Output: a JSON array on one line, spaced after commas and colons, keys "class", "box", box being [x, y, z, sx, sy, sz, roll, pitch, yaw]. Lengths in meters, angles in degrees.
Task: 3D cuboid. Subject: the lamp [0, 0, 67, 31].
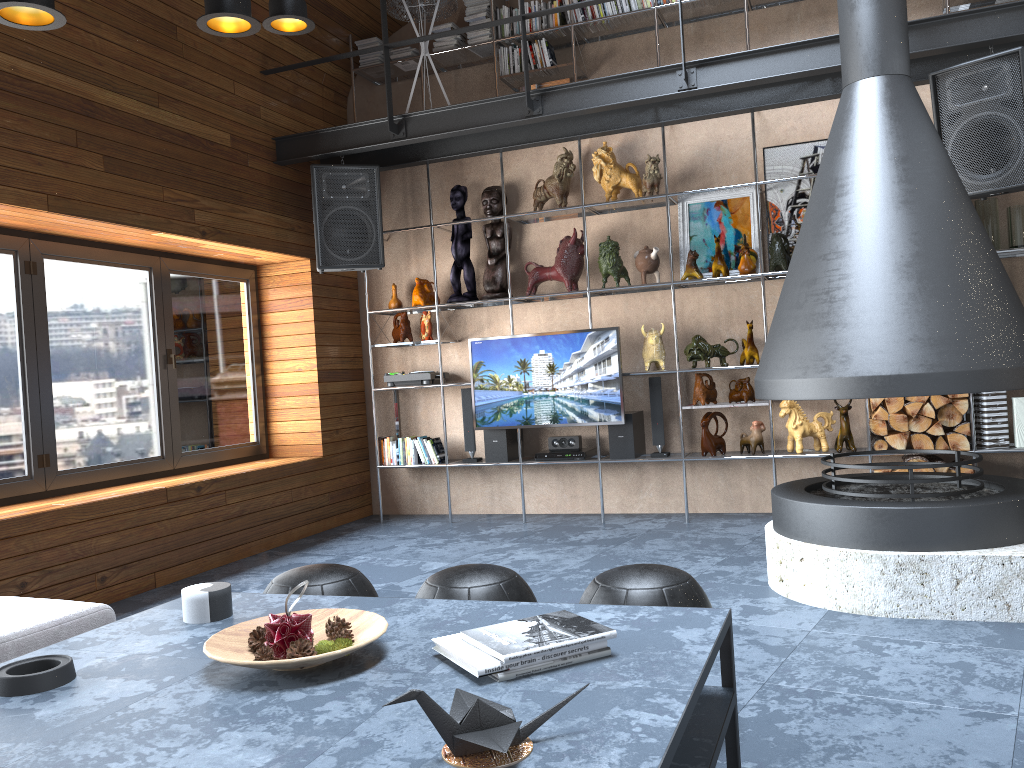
[{"class": "lamp", "box": [-1.512, -2.096, 2.641, 0.210, 2.003, 0.210, -4, 1, -32]}]

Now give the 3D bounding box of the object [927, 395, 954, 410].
[{"class": "object", "box": [2.576, 0.095, 5.341, 0.128, 0.107, 0.329, -3, 1, 21]}]

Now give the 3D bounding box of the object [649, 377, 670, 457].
[{"class": "object", "box": [0.979, 0.218, 5.941, 0.112, 0.533, 0.112, -3, 0, 21]}]

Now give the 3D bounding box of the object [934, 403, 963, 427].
[{"class": "object", "box": [2.623, 0.184, 5.348, 0.143, 0.143, 0.286, -3, 1, 20]}]

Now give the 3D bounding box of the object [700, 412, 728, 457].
[{"class": "object", "box": [1.312, 0.326, 5.804, 0.249, 0.290, 0.114, -4, 1, -44]}]

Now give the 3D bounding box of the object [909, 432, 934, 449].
[{"class": "object", "box": [2.468, 0.339, 5.371, 0.135, 0.114, 0.299, -3, 1, 19]}]

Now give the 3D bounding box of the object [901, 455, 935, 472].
[{"class": "object", "box": [2.453, 0.490, 5.365, 0.164, 0.128, 0.321, -3, 1, 20]}]

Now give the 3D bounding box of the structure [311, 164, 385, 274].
[{"class": "structure", "box": [-1.158, -1.124, 6.100, 0.461, 0.735, 0.488, -4, 0, -19]}]

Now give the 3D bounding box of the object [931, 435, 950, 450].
[{"class": "object", "box": [2.580, 0.345, 5.354, 0.087, 0.095, 0.303, -3, 1, 20]}]

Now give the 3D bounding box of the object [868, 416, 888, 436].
[{"class": "object", "box": [2.249, 0.255, 5.463, 0.110, 0.109, 0.321, -3, 1, 21]}]

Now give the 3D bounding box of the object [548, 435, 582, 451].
[{"class": "object", "box": [0.372, 0.416, 6.201, 0.223, 0.101, 0.080, -3, 1, 21]}]

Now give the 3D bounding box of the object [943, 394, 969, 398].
[{"class": "object", "box": [2.634, 0.021, 5.299, 0.135, 0.114, 0.299, -3, 1, 19]}]

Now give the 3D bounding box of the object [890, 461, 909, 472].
[{"class": "object", "box": [2.351, 0.538, 5.424, 0.128, 0.107, 0.329, -3, 1, 21]}]

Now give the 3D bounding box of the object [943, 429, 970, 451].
[{"class": "object", "box": [2.652, 0.331, 5.296, 0.126, 0.112, 0.287, -3, 1, 20]}]

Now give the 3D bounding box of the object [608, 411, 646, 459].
[{"class": "object", "box": [0.784, 0.347, 6.072, 0.175, 0.303, 0.343, -3, 1, 21]}]

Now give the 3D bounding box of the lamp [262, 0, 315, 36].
[{"class": "lamp", "box": [-0.965, -2.253, 3.635, 0.210, 1.565, 0.210, -4, 1, -32]}]

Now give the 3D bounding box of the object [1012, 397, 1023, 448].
[{"class": "object", "box": [2.997, 0.220, 5.143, 0.148, 0.287, 0.092, -3, 0, 21]}]

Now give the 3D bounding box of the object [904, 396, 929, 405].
[{"class": "object", "box": [2.469, 0.059, 5.400, 0.164, 0.128, 0.321, -3, 1, 20]}]

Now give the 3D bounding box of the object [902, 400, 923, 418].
[{"class": "object", "box": [2.414, 0.150, 5.380, 0.107, 0.098, 0.330, -4, 1, 17]}]

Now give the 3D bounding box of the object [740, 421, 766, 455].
[{"class": "object", "box": [1.535, 0.345, 5.718, 0.119, 0.220, 0.212, -4, 1, -35]}]

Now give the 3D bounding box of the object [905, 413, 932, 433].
[{"class": "object", "box": [2.444, 0.226, 5.372, 0.147, 0.118, 0.288, -3, 1, 17]}]

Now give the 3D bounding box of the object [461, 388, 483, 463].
[{"class": "object", "box": [-0.302, 0.296, 6.425, 0.112, 0.533, 0.112, -3, 0, 21]}]

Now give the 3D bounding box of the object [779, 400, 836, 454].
[{"class": "object", "box": [1.871, 0.251, 5.616, 0.375, 0.363, 0.170, -4, 0, -14]}]

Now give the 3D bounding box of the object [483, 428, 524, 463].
[{"class": "object", "box": [-0.059, 0.398, 6.391, 0.175, 0.303, 0.343, -3, 1, 21]}]

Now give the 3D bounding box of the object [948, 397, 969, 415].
[{"class": "object", "box": [2.659, 0.118, 5.310, 0.111, 0.121, 0.310, -3, 1, 20]}]

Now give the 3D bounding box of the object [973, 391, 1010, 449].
[{"class": "object", "box": [2.822, 0.202, 5.224, 0.139, 0.347, 0.140, -4, 0, 1]}]

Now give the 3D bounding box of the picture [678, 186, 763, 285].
[{"class": "picture", "box": [1.392, -0.995, 5.938, 0.544, 0.625, 0.136, -3, 0, 21]}]

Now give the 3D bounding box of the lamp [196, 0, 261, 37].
[{"class": "lamp", "box": [-1.025, -2.176, 3.018, 0.210, 1.911, 0.210, -4, 1, -32]}]

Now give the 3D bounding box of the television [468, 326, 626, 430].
[{"class": "television", "box": [0.233, -0.027, 6.001, 1.075, 0.638, 0.115, -3, 0, 21]}]

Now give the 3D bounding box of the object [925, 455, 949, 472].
[{"class": "object", "box": [2.560, 0.505, 5.346, 0.099, 0.131, 0.309, -4, 1, 17]}]

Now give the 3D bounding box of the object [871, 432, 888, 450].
[{"class": "object", "box": [2.269, 0.355, 5.485, 0.103, 0.110, 0.312, -4, 1, 17]}]

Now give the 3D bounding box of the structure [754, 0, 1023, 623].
[{"class": "structure", "box": [1.801, -1.978, 3.832, 1.689, 5.700, 1.197, -3, 0, 21]}]

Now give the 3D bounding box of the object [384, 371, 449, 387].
[{"class": "object", "box": [-0.718, -0.045, 6.602, 0.404, 0.114, 0.320, -3, 1, 21]}]

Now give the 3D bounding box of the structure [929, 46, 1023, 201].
[{"class": "structure", "box": [2.557, -1.348, 4.697, 0.506, 0.744, 0.460, -4, 1, -44]}]

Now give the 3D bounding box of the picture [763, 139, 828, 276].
[{"class": "picture", "box": [1.923, -1.148, 5.763, 0.529, 0.863, 0.090, -3, 0, 21]}]

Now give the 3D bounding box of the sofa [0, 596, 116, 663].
[{"class": "sofa", "box": [-1.049, 0.738, 1.425, 4.035, 0.693, 2.205, -3, 1, 21]}]

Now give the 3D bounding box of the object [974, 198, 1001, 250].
[{"class": "object", "box": [2.794, -0.926, 5.209, 0.122, 0.313, 0.122, -3, 1, 41]}]

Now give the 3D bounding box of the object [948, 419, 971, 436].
[{"class": "object", "box": [2.676, 0.260, 5.311, 0.095, 0.088, 0.303, -3, 1, 19]}]

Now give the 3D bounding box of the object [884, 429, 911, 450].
[{"class": "object", "box": [2.352, 0.341, 5.421, 0.154, 0.131, 0.362, -3, 1, 21]}]

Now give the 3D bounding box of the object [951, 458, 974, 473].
[{"class": "object", "box": [2.682, 0.499, 5.305, 0.105, 0.105, 0.331, -3, 1, 17]}]

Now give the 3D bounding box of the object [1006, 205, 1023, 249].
[{"class": "object", "box": [2.944, -0.905, 5.150, 0.112, 0.253, 0.113, -3, 0, 21]}]

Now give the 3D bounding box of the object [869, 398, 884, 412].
[{"class": "object", "box": [2.237, 0.109, 5.469, 0.097, 0.120, 0.308, -4, 1, 16]}]

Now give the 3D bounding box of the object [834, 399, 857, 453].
[{"class": "object", "box": [2.065, 0.242, 5.524, 0.116, 0.358, 0.198, -4, 0, 13]}]

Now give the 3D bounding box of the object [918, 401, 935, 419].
[{"class": "object", "box": [2.496, 0.158, 5.366, 0.101, 0.110, 0.331, -3, 1, 23]}]

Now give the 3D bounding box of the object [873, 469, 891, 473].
[{"class": "object", "box": [2.272, 0.572, 5.456, 0.111, 0.121, 0.310, -3, 1, 20]}]

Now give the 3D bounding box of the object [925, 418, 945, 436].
[{"class": "object", "box": [2.533, 0.258, 5.354, 0.103, 0.098, 0.330, -3, 1, 18]}]

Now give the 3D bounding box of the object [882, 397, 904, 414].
[{"class": "object", "box": [2.322, 0.100, 5.415, 0.112, 0.153, 0.290, -4, 1, 18]}]

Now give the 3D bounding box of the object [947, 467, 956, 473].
[{"class": "object", "box": [2.656, 0.554, 5.332, 0.109, 0.135, 0.288, -3, 1, 25]}]

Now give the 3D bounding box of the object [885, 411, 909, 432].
[{"class": "object", "box": [2.340, 0.218, 5.424, 0.115, 0.131, 0.374, -4, 1, 16]}]

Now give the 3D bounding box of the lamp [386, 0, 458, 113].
[{"class": "lamp", "box": [-0.582, -2.236, 5.913, 0.475, 1.002, 0.475, -3, 1, 44]}]

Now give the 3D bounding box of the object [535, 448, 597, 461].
[{"class": "object", "box": [0.379, 0.495, 6.206, 0.360, 0.058, 0.325, -3, 1, 21]}]

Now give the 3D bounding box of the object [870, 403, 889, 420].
[{"class": "object", "box": [2.256, 0.161, 5.455, 0.107, 0.110, 0.331, -3, 1, 19]}]
